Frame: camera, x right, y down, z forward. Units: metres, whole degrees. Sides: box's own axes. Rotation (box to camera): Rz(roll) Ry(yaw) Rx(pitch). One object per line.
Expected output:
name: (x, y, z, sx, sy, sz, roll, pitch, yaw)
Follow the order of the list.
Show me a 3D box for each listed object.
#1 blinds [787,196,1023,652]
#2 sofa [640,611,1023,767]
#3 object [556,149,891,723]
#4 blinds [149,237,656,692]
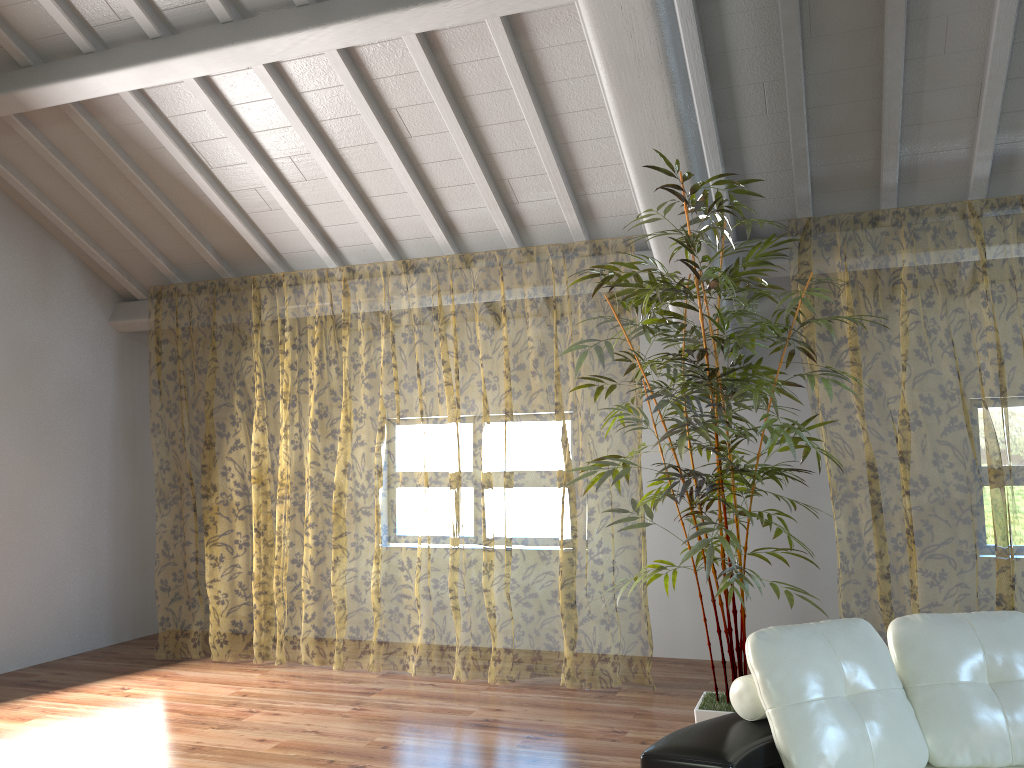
blinds: (3.162, 0.300, 4.112, 3.505, 2.546, 0.306, -3, -5, 20)
sofa: (1.746, 1.050, 2.271, 3.047, 0.805, 1.359, -1, -5, -1)
object: (0.860, 0.343, 3.690, 1.399, 2.473, 1.177, -6, -7, 45)
blinds: (-0.885, 0.504, 5.570, 3.505, 2.546, 0.306, -3, -5, 20)
